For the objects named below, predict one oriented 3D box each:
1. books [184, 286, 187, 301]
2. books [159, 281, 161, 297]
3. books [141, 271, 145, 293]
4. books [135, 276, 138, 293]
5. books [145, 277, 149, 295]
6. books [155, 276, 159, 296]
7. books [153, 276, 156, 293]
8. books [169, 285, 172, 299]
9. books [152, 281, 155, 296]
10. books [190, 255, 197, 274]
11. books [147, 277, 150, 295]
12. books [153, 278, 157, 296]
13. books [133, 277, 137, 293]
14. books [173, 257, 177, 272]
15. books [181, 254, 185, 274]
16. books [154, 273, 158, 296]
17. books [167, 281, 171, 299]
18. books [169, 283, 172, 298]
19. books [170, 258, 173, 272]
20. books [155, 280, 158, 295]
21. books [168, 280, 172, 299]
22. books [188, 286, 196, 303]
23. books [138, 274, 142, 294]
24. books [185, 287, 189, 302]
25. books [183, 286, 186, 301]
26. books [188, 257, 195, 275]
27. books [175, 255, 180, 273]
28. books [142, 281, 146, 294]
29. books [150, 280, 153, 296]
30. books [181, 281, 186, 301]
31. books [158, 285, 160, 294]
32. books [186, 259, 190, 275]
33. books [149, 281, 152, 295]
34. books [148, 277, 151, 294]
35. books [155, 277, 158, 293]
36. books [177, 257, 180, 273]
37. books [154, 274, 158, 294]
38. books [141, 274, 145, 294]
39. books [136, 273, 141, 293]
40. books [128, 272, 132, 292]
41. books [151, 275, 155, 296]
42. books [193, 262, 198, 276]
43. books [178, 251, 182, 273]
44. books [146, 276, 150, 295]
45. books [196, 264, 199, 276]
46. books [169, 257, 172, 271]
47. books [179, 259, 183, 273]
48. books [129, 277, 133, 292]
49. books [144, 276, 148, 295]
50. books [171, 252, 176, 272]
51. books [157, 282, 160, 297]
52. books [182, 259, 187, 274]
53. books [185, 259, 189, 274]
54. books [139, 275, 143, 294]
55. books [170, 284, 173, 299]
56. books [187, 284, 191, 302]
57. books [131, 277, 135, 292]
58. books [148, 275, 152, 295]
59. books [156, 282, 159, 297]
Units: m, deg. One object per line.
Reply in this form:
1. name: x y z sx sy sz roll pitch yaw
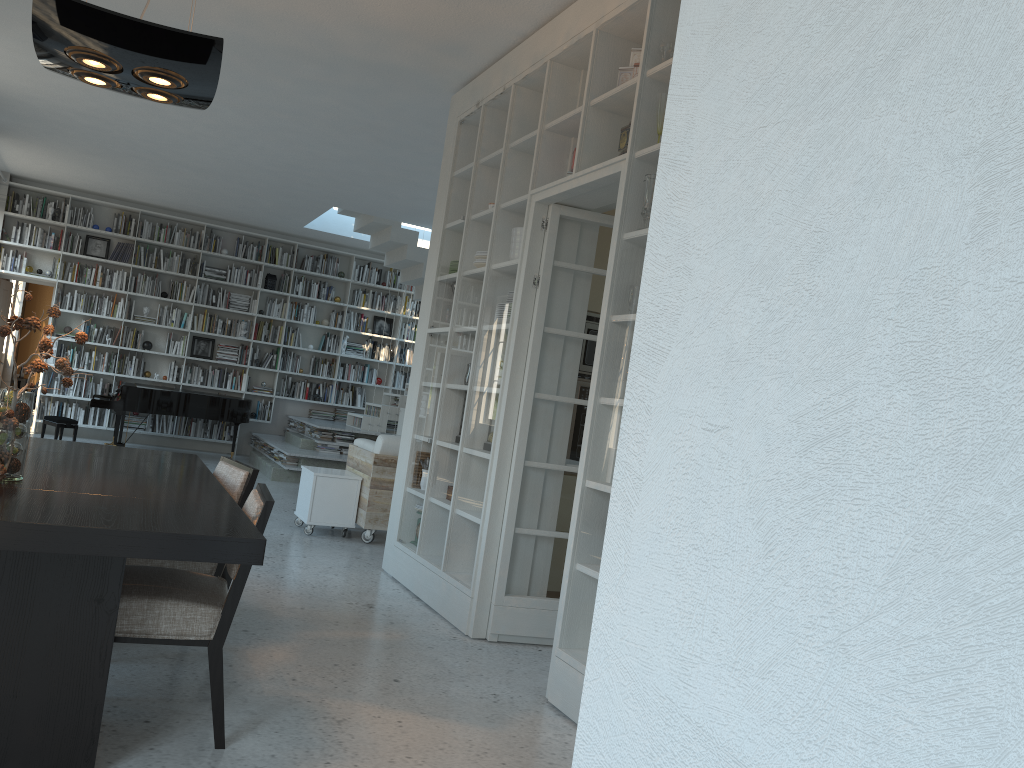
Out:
1. books: -4.524 -1.242 12.271 0.011 0.229 0.165 9 -1 -24
2. books: -4.816 -1.290 12.136 0.031 0.232 0.147 9 -1 -24
3. books: -5.020 -1.366 12.045 0.011 0.317 0.154 9 -1 -24
4. books: -5.089 -1.338 12.012 0.012 0.240 0.134 9 -1 -24
5. books: -4.962 -1.324 12.043 0.012 0.251 0.184 9 -1 -24
6. books: -4.844 -1.323 12.102 0.011 0.287 0.188 9 -1 -24
7. books: -4.883 -1.346 12.105 0.004 0.321 0.153 9 -1 -24
8. books: -4.688 -1.276 12.179 0.005 0.240 0.173 9 -1 -24
9. books: -4.902 -1.296 12.112 0.012 0.217 0.133 9 -1 -24
10. books: -4.425 -1.635 12.284 0.058 0.302 0.175 9 -1 -24
11. books: -4.952 -1.324 12.074 0.011 0.255 0.152 9 -1 -24
12. books: -4.878 -1.316 12.101 0.010 0.261 0.158 9 -1 -24
13. books: -5.112 -1.331 12.016 0.024 0.219 0.140 9 -1 -24
14. books: -4.632 -1.630 12.183 0.021 0.226 0.191 9 -1 -24
15. books: -4.551 -1.649 12.250 0.022 0.290 0.146 9 -1 -24
16. books: -4.866 -1.348 12.115 0.005 0.331 0.161 9 -1 -24
17. books: -4.715 -1.286 12.188 0.005 0.254 0.161 9 -1 -24
18. books: -4.703 -1.277 12.199 0.005 0.239 0.145 9 -1 -24
19. books: -4.676 -1.627 12.176 0.010 0.208 0.173 9 -1 -24
20. books: -4.859 -1.324 12.115 0.004 0.284 0.166 9 -1 -24
21. books: -4.709 -1.296 12.199 0.012 0.276 0.129 9 -1 -24
22. books: -4.435 -1.233 12.277 0.064 0.237 0.208 9 -1 -24
23. books: -5.049 -1.350 12.018 0.012 0.276 0.157 9 -1 -24
24. books: -4.509 -1.233 12.278 0.024 0.216 0.142 9 -1 -24
25. books: -4.530 -1.258 12.263 0.010 0.257 0.140 9 -1 -24
26. books: -4.442 -1.618 12.278 0.055 0.264 0.166 9 -1 -24
27. books: -4.615 -1.644 12.211 0.028 0.261 0.135 9 -1 -24
28. books: -5.001 -1.297 12.052 0.029 0.186 0.149 9 -1 -24
29. books: -4.919 -1.304 12.098 0.011 0.226 0.129 9 -1 -24
30. books: -4.540 -1.273 12.251 0.022 0.284 0.190 9 -1 -24
31. books: -4.835 -1.282 12.136 0.004 0.209 0.132 9 -1 -24
32. books: -4.487 -1.611 12.279 0.025 0.237 0.153 9 -1 -24
33. books: -4.920 -1.296 12.070 0.011 0.209 0.181 9 -1 -24
34. books: -4.936 -1.325 12.063 0.009 0.261 0.180 9 -1 -24
35. books: -4.862 -1.335 12.116 0.005 0.305 0.162 9 -1 -24
36. books: -4.598 -1.626 12.216 0.013 0.231 0.141 9 -1 -24
37. books: -4.872 -1.342 12.116 0.005 0.316 0.157 9 -1 -24
38. books: -5.005 -1.347 12.029 0.010 0.283 0.183 9 -1 -24
39. books: -5.067 -1.355 12.013 0.026 0.279 0.150 9 -1 -24
40. books: -5.160 -1.372 11.985 0.012 0.285 0.159 9 -1 -24
41. books: -4.897 -1.334 12.085 0.011 0.291 0.176 9 -1 -24
42. books: -4.403 -1.585 12.323 0.028 0.211 0.134 9 -1 -24
43. books: -4.577 -1.665 12.212 0.011 0.313 0.183 9 -1 -24
44. books: -4.961 -1.329 12.070 0.010 0.261 0.169 9 -1 -24
45. books: -4.386 -1.573 12.339 0.019 0.194 0.098 9 -1 -24
46. books: -4.702 -1.633 12.193 0.024 0.212 0.128 9 -1 -24
47. books: -4.576 -1.614 12.237 0.024 0.213 0.150 9 -1 -24
48. books: -5.147 -1.331 11.975 0.015 0.207 0.186 9 -1 -24
49. books: -4.970 -1.332 12.038 0.009 0.263 0.189 9 -1 -24
50. books: -4.659 -1.664 12.196 0.026 0.286 0.137 9 -1 -24
51. books: -4.842 -1.287 12.134 0.012 0.218 0.151 9 -1 -24
52. books: -4.525 -1.608 12.241 0.030 0.217 0.182 9 -1 -24
53. books: -4.503 -1.607 12.255 0.022 0.222 0.161 9 -1 -24
54. books: -5.034 -1.341 12.026 0.024 0.262 0.177 9 -1 -24
55. books: -4.689 -1.263 12.198 0.013 0.216 0.149 9 -1 -24
56. books: -4.482 -1.250 12.279 0.022 0.257 0.155 9 -1 -24
57. books: -5.136 -1.338 12.006 0.029 0.225 0.136 9 -1 -24
58. books: -4.928 -1.333 12.073 0.011 0.279 0.169 9 -1 -24
59. books: -4.853 -1.298 12.136 0.009 0.236 0.134 9 -1 -24
